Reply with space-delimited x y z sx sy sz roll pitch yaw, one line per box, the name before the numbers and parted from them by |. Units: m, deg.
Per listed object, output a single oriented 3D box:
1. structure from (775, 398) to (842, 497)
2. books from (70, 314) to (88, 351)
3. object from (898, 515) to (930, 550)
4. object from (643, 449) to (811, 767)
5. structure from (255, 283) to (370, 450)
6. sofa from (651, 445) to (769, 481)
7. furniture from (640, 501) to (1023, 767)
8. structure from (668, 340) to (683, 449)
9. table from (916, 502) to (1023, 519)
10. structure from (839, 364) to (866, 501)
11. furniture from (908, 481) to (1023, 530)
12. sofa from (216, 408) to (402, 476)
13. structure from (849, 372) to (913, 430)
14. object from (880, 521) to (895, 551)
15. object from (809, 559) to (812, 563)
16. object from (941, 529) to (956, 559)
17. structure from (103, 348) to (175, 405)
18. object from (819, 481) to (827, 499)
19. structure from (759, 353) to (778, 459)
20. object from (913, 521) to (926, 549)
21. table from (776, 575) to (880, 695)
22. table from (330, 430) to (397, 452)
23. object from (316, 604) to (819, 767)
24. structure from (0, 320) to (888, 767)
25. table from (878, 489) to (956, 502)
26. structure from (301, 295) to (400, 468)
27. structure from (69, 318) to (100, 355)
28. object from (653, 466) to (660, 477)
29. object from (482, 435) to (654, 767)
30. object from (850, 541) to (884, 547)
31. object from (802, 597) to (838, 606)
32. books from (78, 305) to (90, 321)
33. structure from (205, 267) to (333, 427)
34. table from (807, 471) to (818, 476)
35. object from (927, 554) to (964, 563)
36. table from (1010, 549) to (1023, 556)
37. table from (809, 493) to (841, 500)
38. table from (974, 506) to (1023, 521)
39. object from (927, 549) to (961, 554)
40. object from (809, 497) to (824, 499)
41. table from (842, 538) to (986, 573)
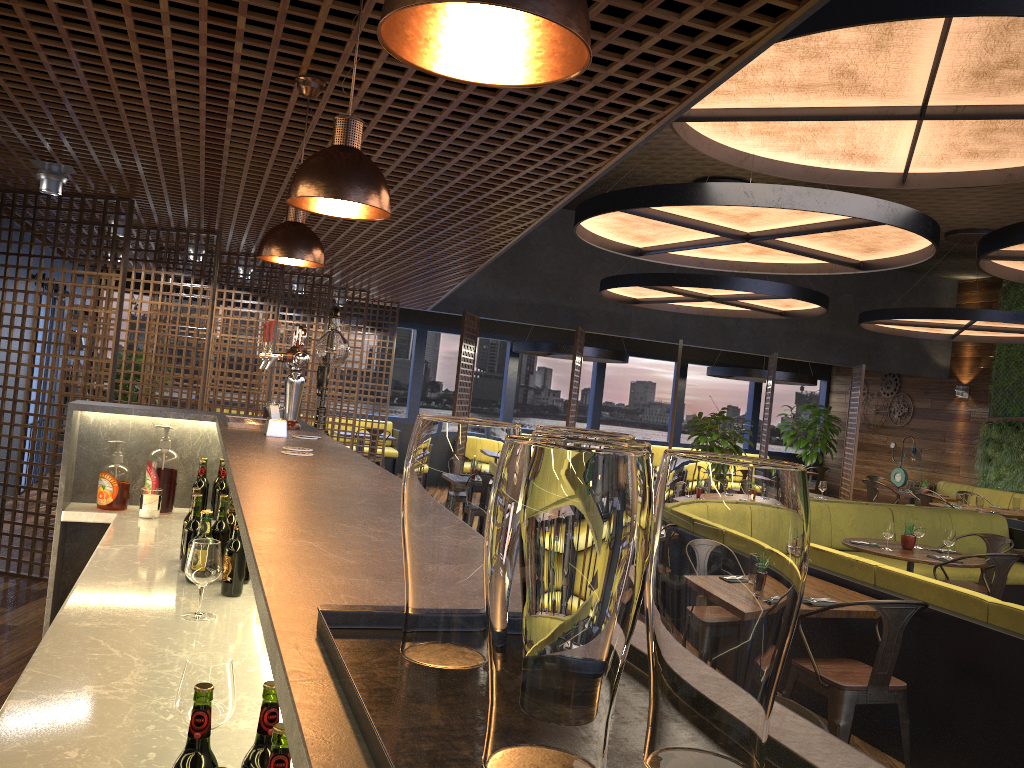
structure | 6.098 1.376 18.040 1.493 2.184 1.272 6 -1 -19
books | -5.900 -0.701 12.076 0.223 0.489 0.286 6 -1 -28
object | 3.050 1.133 6.819 0.238 0.271 0.260 6 -1 2
object | 0.136 0.152 0.585 0.105 0.209 0.105 6 -1 16
structure | -2.537 0.137 10.994 1.319 2.700 0.050 6 -1 11
sofa | 3.923 1.780 17.460 3.061 0.914 0.966 6 -1 -19
furniture | 3.089 1.592 7.735 4.895 0.914 7.462 6 -1 -24
structure | 2.476 0.692 13.710 0.050 2.700 0.852 6 -1 11
table | 5.928 2.006 11.555 0.887 0.763 0.906 6 -1 -20
structure | 5.666 1.038 14.837 0.050 2.700 0.852 6 -1 11
furniture | 6.661 2.015 12.488 3.378 0.916 4.755 6 -1 -19
sofa | -3.453 0.979 14.854 3.061 0.914 0.966 6 -1 -19
structure | 7.243 0.325 17.520 0.058 1.178 1.791 6 -1 -19
object | 2.836 1.145 6.691 0.097 0.206 0.097 6 -1 22
object | 1.442 0.942 4.702 0.238 0.271 0.260 6 -1 2
object | 3.251 1.188 6.601 0.097 0.206 0.097 6 -1 5
structure | -5.944 0.282 13.880 0.993 1.763 1.166 5 -1 41
object | 3.771 1.285 10.771 0.097 0.206 0.097 6 -1 26
structure | 4.071 0.865 14.273 0.050 2.700 0.852 6 -1 11
object | 3.204 1.187 6.983 0.097 0.206 0.097 6 -1 19
table | 1.386 1.458 4.706 0.887 0.763 0.906 6 -1 -20
table | -2.369 1.158 13.846 0.887 0.763 0.906 6 -1 -20
object | 0.014 0.236 0.676 0.273 0.019 0.437 6 -1 -19
structure | -0.804 0.217 1.106 2.700 2.700 9.298 6 -1 -19
table | 6.195 2.053 13.440 0.887 0.763 0.906 6 -1 -20
structure | -2.317 0.173 12.177 1.319 2.700 0.050 6 -1 11
structure | -6.016 -0.634 12.504 0.293 0.563 1.220 6 -1 -19
object | 1.699 1.064 10.398 0.097 0.206 0.097 6 -1 26
object | 0.031 0.141 0.560 0.105 0.209 0.105 6 -1 16
object | 2.745 1.231 6.844 0.255 0.019 0.157 6 -1 13
object | 1.495 1.072 4.391 0.255 0.019 0.157 6 -1 -20
books | -6.099 -1.004 12.712 0.177 0.245 0.450 6 -1 -19
structure | -2.757 0.102 9.812 1.319 2.700 0.050 6 -1 11
table | 5.041 1.963 16.464 0.887 0.763 0.906 6 -1 -20
object | 3.139 1.269 6.460 0.157 0.019 0.255 6 -1 -13
table | 4.779 1.841 7.282 0.887 0.763 0.906 6 -1 -20
table | 3.523 1.746 10.872 0.906 0.763 0.887 6 -1 -20
table | 6.803 2.101 11.864 0.887 0.763 0.906 6 -1 -20
object | 3.341 1.294 6.889 0.255 0.019 0.157 6 -1 -17
object | 3.675 1.368 10.619 0.157 0.019 0.255 6 -1 -19
table | 3.019 1.650 6.778 1.007 0.760 1.007 6 -1 18
